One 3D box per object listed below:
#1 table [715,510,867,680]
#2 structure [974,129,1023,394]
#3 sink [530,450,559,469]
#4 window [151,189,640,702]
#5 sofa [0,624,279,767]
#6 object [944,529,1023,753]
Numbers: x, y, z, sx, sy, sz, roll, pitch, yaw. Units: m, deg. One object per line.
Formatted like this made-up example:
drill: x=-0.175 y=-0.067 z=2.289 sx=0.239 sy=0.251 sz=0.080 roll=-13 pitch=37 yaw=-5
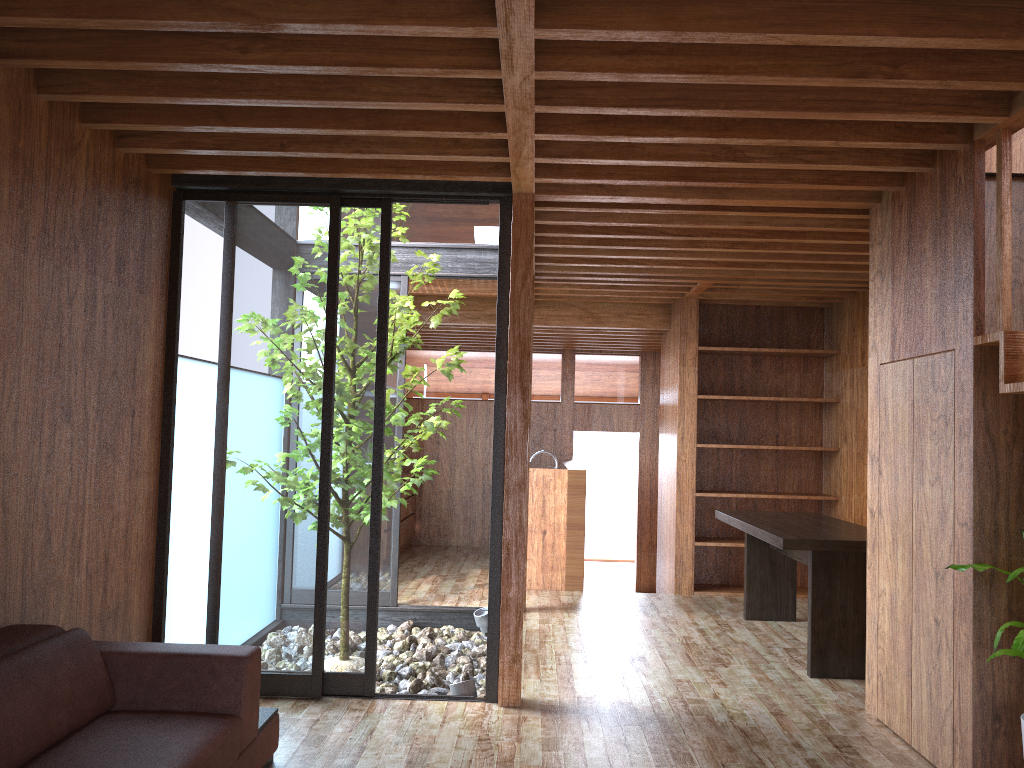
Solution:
table: x=1.720 y=1.189 z=5.264 sx=0.700 sy=0.715 sz=1.672 roll=2 pitch=-3 yaw=1
structure: x=1.994 y=0.219 z=1.871 sx=0.829 sy=2.298 sz=2.449 roll=2 pitch=-3 yaw=1
sink: x=0.188 y=0.803 z=8.151 sx=0.557 sy=0.423 sz=2.459 roll=2 pitch=-3 yaw=2
window: x=0.460 y=-0.679 z=4.689 sx=4.103 sy=5.130 sz=13.972 roll=2 pitch=-3 yaw=1
sofa: x=-0.806 y=0.920 z=1.999 sx=1.699 sy=0.759 sz=2.506 roll=2 pitch=-3 yaw=1
object: x=1.720 y=0.890 z=2.654 sx=0.676 sy=1.030 sz=0.631 roll=2 pitch=-3 yaw=-9
